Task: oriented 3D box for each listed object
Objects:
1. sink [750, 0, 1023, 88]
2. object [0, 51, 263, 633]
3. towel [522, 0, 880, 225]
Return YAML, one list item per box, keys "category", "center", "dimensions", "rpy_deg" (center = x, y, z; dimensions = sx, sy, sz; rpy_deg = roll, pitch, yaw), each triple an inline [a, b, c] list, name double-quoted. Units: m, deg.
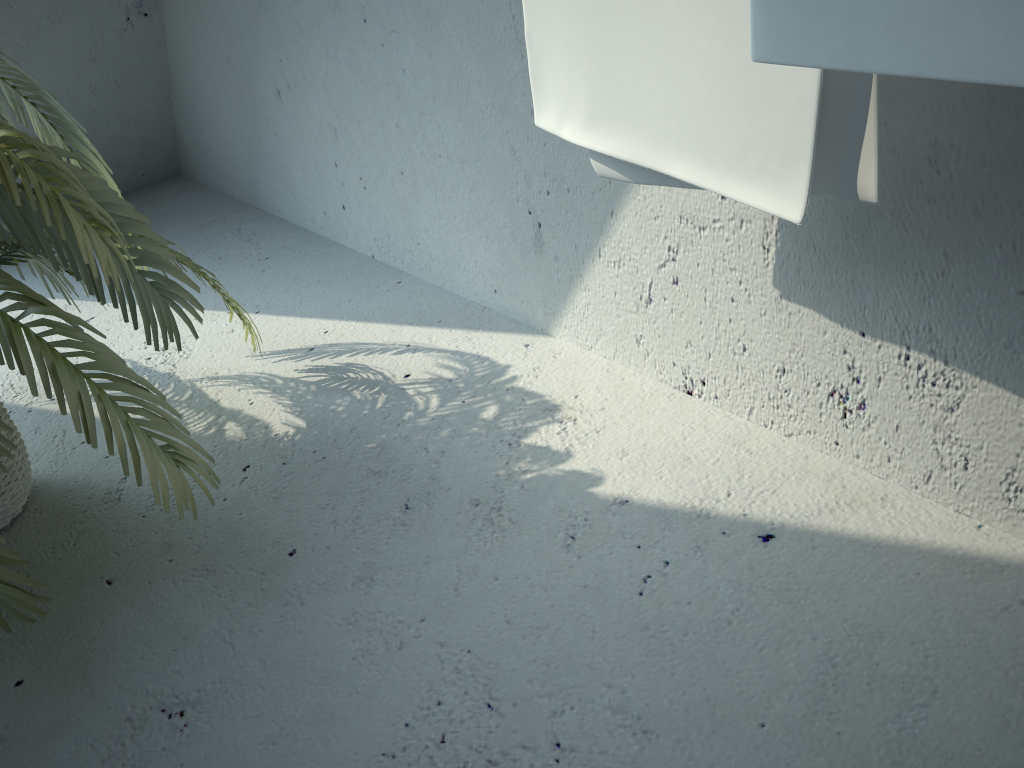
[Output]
- category: "sink"
  center: [0.562, -0.255, 0.389]
  dimensions: [0.429, 0.526, 0.800]
  rpy_deg: [-31, 38, -28]
- category: "object"
  center: [-1.004, -0.119, 1.252]
  dimensions: [1.132, 0.893, 1.112]
  rpy_deg: [8, 38, 28]
- category: "towel"
  center: [0.162, -0.375, 0.901]
  dimensions: [0.063, 0.429, 0.455]
  rpy_deg: [-31, 38, -27]
